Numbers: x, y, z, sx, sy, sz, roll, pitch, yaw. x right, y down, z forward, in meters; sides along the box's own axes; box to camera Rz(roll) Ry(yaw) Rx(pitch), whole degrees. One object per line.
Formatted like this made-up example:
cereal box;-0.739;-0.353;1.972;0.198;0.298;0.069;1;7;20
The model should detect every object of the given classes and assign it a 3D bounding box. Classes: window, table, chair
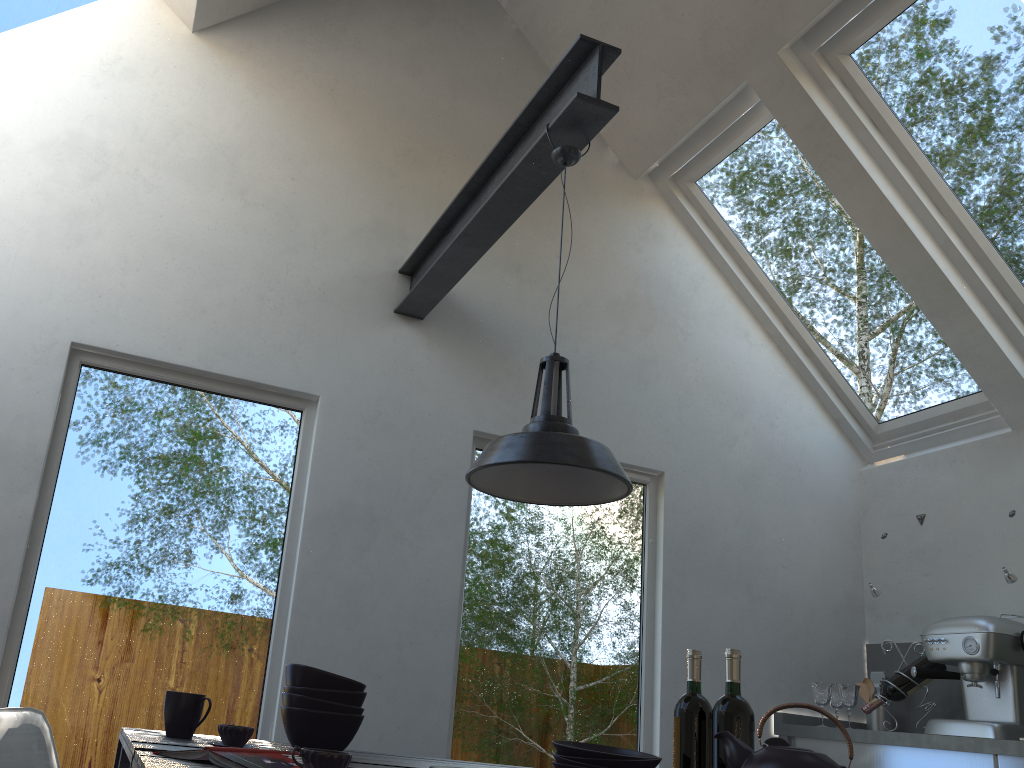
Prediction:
window;1.497;-0.469;4.164;1.441;1.359;0.881;12;-19;-19
table;-0.073;1.233;1.794;1.461;0.775;1.699;14;-22;-20
chair;-0.984;1.200;2.009;0.789;0.797;0.700;3;-19;9
window;0.165;1.328;3.751;0.955;2.072;0.062;11;-18;-18
window;1.927;-0.777;3.260;1.434;1.352;0.881;12;-19;-19
window;-1.347;0.965;3.262;0.955;2.072;0.062;11;-18;-18

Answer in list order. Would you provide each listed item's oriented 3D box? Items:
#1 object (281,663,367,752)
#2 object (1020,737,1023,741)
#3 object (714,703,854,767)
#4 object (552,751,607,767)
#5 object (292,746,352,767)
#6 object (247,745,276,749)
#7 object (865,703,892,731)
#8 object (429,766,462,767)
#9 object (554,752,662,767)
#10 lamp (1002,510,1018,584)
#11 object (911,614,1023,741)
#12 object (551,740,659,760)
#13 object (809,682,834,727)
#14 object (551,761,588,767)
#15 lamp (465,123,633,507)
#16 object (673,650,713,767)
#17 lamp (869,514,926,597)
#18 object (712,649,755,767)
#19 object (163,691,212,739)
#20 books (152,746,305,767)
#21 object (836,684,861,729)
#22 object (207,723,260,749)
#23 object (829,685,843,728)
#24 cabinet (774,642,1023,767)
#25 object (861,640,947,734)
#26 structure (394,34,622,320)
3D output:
object;-0.489;0.842;2.254;0.208;0.208;0.205;12;-20;-19
object;1.872;1.193;2.894;0.175;0.012;0.279;16;-23;-22
object;0.542;0.734;1.689;0.212;0.226;0.224;12;-20;-18
object;0.201;0.835;1.882;0.223;0.061;0.241;12;-22;-15
object;-0.297;0.607;1.386;0.114;0.055;0.122;11;-21;-13
object;-0.588;0.818;1.972;0.136;0.012;0.027;0;-21;17
object;1.663;1.521;3.962;0.111;0.128;0.105;-1;-19;19
object;-0.055;0.814;1.808;0.229;0.018;0.247;13;-22;-15
object;0.205;0.824;1.888;0.223;0.061;0.242;12;-22;-15
lamp;2.038;0.595;3.455;0.326;0.424;0.063;16;-20;-29
object;1.825;1.139;3.417;0.415;0.487;0.380;12;-19;-20
object;0.200;0.814;1.896;0.222;0.056;0.243;14;-22;-20
object;1.366;1.414;3.852;0.095;0.187;0.105;14;-20;-26
object;0.199;0.850;1.880;0.238;0.046;0.227;-1;-22;18
lamp;0.129;-0.243;2.423;0.417;1.067;0.457;11;-18;-20
object;0.433;0.809;2.082;0.094;0.335;0.090;0;-17;16
lamp;1.765;0.780;4.012;0.322;0.425;0.063;12;-18;-18
object;0.498;0.771;1.967;0.094;0.335;0.091;1;-17;11
object;-0.830;0.838;2.214;0.097;0.106;0.138;16;-22;-28
books;-0.478;0.690;1.617;0.324;0.029;0.215;-9;-26;35
object;1.464;1.405;3.800;0.099;0.187;0.100;5;-17;1
object;-0.620;0.790;1.956;0.111;0.055;0.124;19;-24;-31
object;1.463;1.459;3.939;0.105;0.187;0.094;-9;-22;37
cabinet;2.059;1.464;2.678;0.550;1.437;3.026;12;-21;-22
object;1.652;1.295;3.739;0.338;0.383;0.235;3;-18;8
structure;-0.312;-0.488;3.592;0.132;0.203;2.678;13;-22;-22
